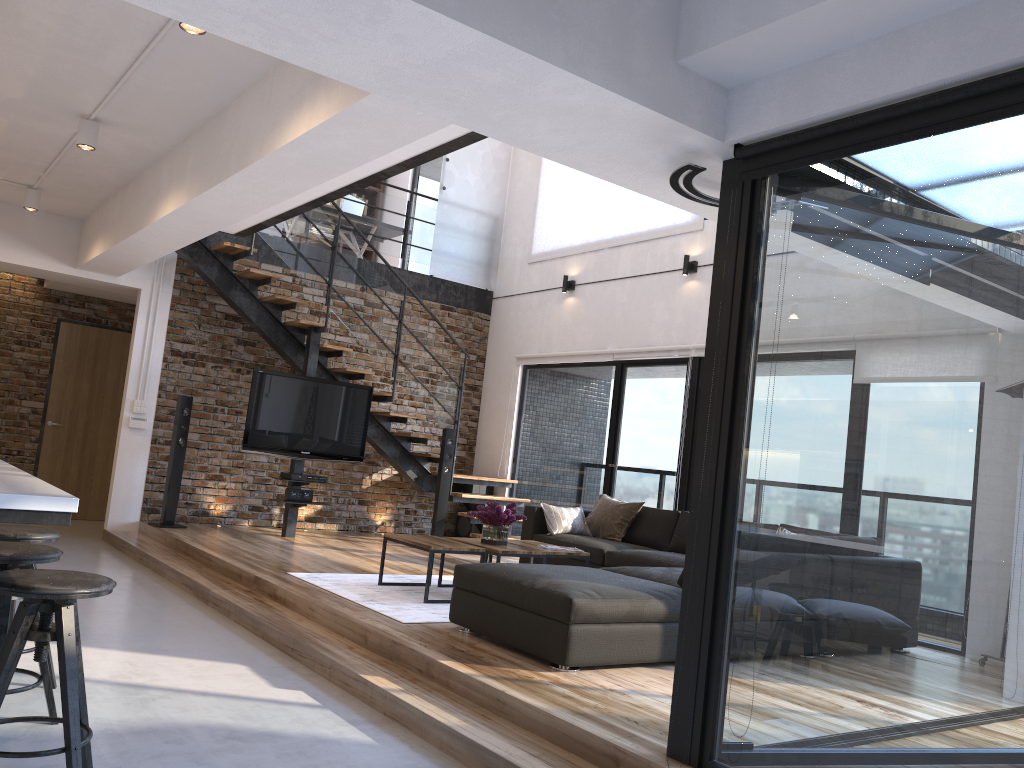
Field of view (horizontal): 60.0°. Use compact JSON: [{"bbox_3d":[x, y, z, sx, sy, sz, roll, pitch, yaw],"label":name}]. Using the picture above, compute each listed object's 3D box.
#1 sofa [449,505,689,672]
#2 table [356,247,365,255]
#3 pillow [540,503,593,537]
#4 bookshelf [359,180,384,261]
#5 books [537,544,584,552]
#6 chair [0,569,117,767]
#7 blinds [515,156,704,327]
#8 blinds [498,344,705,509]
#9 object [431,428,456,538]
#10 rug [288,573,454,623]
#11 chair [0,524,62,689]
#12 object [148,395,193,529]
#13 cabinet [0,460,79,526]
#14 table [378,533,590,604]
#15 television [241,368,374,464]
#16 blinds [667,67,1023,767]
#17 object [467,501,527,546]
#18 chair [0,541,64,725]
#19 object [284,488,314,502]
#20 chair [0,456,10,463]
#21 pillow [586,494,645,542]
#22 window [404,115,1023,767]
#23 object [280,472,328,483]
[{"bbox_3d":[0.572,1.180,6.092,3.002,0.699,3.044,10,-6,-36],"label":"sofa"},{"bbox_3d":[-2.206,-1.668,10.456,1.862,0.635,0.743,10,-6,-36],"label":"table"},{"bbox_3d":[0.474,1.171,7.577,0.499,0.265,0.212,10,-6,-35],"label":"pillow"},{"bbox_3d":[-3.194,-2.417,12.627,2.720,2.278,0.307,10,-6,-36],"label":"bookshelf"},{"bbox_3d":[0.342,1.160,6.259,0.295,0.013,0.229,8,-5,-15],"label":"books"},{"bbox_3d":[-1.401,0.884,2.613,0.367,0.629,0.367,8,-5,-21],"label":"chair"},{"bbox_3d":[-0.367,-2.254,9.459,10.199,2.972,1.998,3,-6,33],"label":"blinds"},{"bbox_3d":[1.497,0.656,7.817,0.096,2.041,5.369,9,-6,-36],"label":"blinds"},{"bbox_3d":[-0.703,1.054,9.033,0.271,1.205,0.271,9,-5,-31],"label":"object"},{"bbox_3d":[-0.216,1.437,6.029,2.116,0.003,1.637,10,-6,-36],"label":"rug"},{"bbox_3d":[-2.061,0.898,3.579,0.366,0.629,0.367,4,-5,29],"label":"chair"},{"bbox_3d":[-3.084,0.708,8.154,0.271,1.205,0.271,2,-6,44],"label":"object"},{"bbox_3d":[-3.950,-0.370,4.354,2.476,2.868,9.115,10,-6,-36],"label":"cabinet"},{"bbox_3d":[-0.170,1.269,6.069,1.300,0.350,0.697,10,-6,-35],"label":"table"},{"bbox_3d":[-1.914,0.326,8.330,1.208,0.782,0.136,10,-6,-35],"label":"television"},{"bbox_3d":[1.513,0.313,2.864,1.828,2.050,3.866,6,-5,9],"label":"blinds"},{"bbox_3d":[-0.104,0.929,6.092,0.375,0.342,0.342,10,-6,-34],"label":"object"},{"bbox_3d":[-1.806,0.882,3.093,0.365,0.629,0.366,6,-5,9],"label":"chair"},{"bbox_3d":[-1.995,1.043,8.306,0.247,0.112,0.088,10,-6,-36],"label":"object"},{"bbox_3d":[-3.793,0.860,6.064,0.540,0.767,0.520,8,-5,-21],"label":"chair"},{"bbox_3d":[0.840,1.153,7.657,0.265,0.382,0.609,10,-6,-35],"label":"pillow"},{"bbox_3d":[0.205,-1.017,7.137,5.670,5.560,13.397,10,-6,-36],"label":"window"},{"bbox_3d":[-1.934,0.871,8.252,0.360,0.058,0.275,10,-6,-36],"label":"object"}]
